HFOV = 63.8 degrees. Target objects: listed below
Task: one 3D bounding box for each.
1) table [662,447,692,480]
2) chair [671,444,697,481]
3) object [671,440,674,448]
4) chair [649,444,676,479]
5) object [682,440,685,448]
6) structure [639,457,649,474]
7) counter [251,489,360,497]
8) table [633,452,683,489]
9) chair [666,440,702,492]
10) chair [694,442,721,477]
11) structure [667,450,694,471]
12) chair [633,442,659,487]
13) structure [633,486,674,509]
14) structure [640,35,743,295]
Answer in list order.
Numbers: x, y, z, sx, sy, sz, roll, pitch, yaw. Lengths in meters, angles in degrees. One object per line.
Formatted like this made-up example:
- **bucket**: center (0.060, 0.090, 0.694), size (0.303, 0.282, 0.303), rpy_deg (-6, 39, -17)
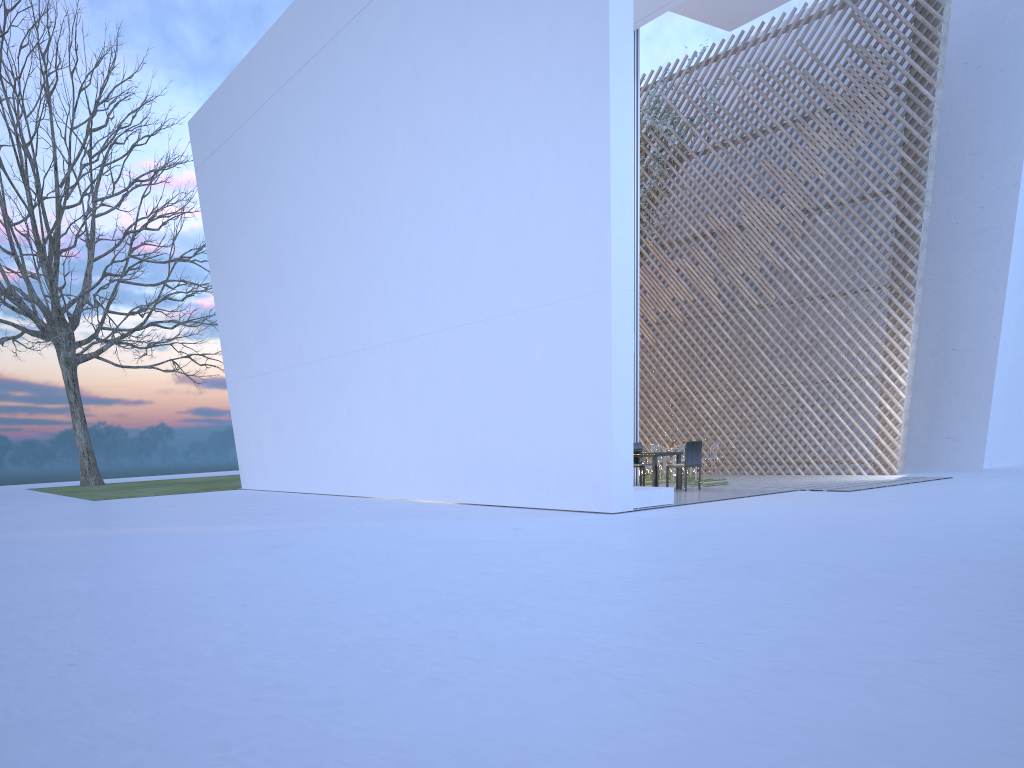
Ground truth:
- **table**: center (1.790, 0.856, 8.882), size (0.349, 0.357, 0.325), rpy_deg (-1, 8, 16)
- **chair**: center (1.797, 0.814, 8.556), size (0.263, 0.407, 0.228), rpy_deg (-1, 12, 9)
- **object**: center (1.741, 0.651, 8.911), size (0.032, 0.082, 0.028), rpy_deg (0, 15, 9)
- **chair**: center (1.660, 0.858, 9.157), size (0.253, 0.406, 0.237), rpy_deg (-11, 14, -35)
- **object**: center (1.822, 0.636, 8.740), size (0.032, 0.082, 0.028), rpy_deg (0, 15, 9)
- **structure**: center (1.573, 0.995, 10.089), size (0.260, 0.278, 0.252), rpy_deg (-7, 9, -28)
- **counter**: center (-2.540, 1.099, 10.076), size (0.223, 0.465, 3.557), rpy_deg (-13, 4, -37)
- **table**: center (1.299, 0.797, 7.491), size (0.348, 0.354, 0.341), rpy_deg (-8, 9, -35)
- **chair**: center (1.505, 0.723, 7.221), size (0.184, 0.469, 0.228), rpy_deg (-13, 16, -35)
- **chair**: center (2.113, 0.817, 8.867), size (0.249, 0.406, 0.241), rpy_deg (-2, 11, 4)
- **structure**: center (1.969, 0.910, 9.585), size (0.311, 0.346, 0.280), rpy_deg (4, 11, 39)
- **chair**: center (1.208, 0.761, 7.613), size (0.184, 0.469, 0.228), rpy_deg (-13, 16, -35)
- **structure**: center (0.354, -0.698, 7.162), size (1.661, 3.543, 3.548), rpy_deg (-13, 11, -36)
- **structure**: center (1.515, -2.033, 9.298), size (2.304, 2.915, 0.698), rpy_deg (6, 17, 43)
